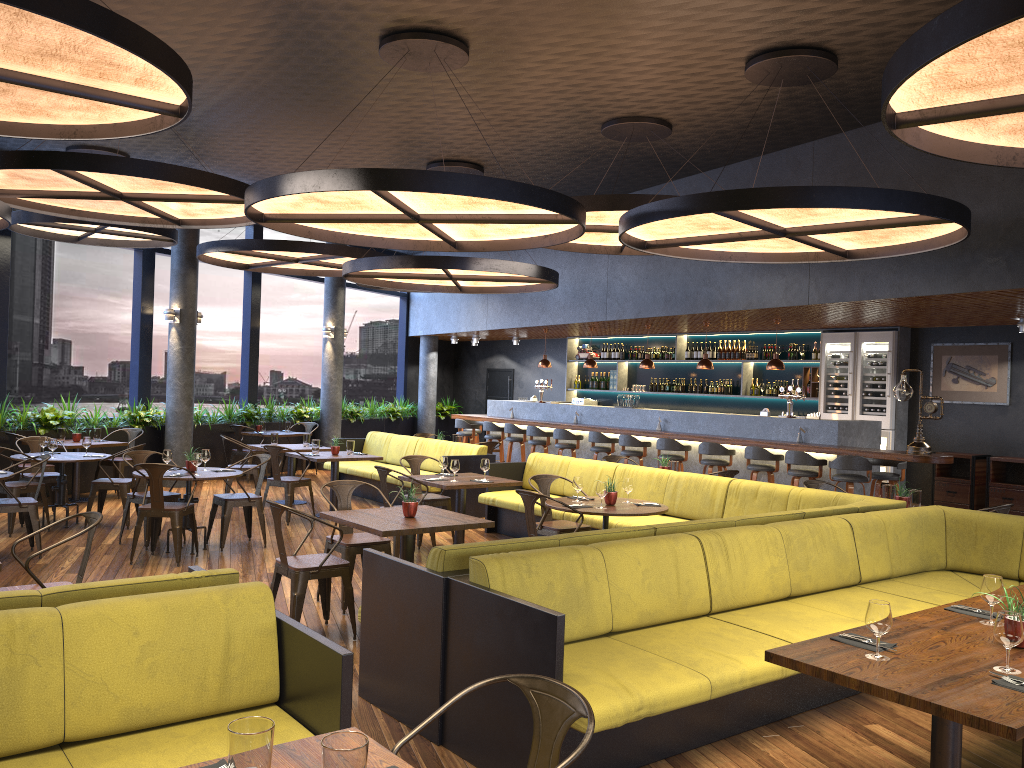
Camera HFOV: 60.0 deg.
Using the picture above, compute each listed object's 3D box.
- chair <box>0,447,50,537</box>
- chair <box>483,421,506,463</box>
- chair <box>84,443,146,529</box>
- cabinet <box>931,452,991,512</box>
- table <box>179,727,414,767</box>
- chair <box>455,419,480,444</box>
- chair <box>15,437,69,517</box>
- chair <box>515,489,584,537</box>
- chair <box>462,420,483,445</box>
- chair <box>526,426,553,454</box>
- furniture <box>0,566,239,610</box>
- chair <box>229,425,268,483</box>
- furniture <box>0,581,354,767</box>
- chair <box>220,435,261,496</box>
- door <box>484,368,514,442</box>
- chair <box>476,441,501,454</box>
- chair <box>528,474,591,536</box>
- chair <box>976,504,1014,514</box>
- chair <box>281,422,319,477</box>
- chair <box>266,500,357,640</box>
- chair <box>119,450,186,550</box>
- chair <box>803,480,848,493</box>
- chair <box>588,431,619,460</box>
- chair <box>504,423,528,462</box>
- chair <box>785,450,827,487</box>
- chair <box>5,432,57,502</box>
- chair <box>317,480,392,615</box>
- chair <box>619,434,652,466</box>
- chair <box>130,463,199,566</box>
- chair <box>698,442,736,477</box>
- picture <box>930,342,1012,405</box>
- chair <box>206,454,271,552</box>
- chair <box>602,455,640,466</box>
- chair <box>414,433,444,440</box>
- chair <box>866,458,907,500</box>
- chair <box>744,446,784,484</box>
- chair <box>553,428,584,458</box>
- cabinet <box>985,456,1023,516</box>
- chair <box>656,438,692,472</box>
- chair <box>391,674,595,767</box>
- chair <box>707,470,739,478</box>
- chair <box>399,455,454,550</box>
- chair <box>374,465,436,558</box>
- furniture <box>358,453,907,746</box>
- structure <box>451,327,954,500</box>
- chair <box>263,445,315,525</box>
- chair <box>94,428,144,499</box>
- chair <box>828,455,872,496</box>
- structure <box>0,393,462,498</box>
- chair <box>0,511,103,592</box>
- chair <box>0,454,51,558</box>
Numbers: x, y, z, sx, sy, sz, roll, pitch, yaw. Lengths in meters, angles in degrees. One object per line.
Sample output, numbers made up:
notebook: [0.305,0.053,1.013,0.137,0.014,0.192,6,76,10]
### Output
chair: [-5.170,1.085,9.213,0.504,0.917,0.541,2,0,25]
chair: [-0.288,1.182,15.614,0.483,1.048,0.438,2,0,24]
chair: [-4.360,1.112,9.810,0.541,0.917,0.504,2,0,-8]
cabinet: [5.880,1.418,11.656,0.473,1.007,0.553,2,0,-38]
table: [-0.523,1.328,1.832,0.887,0.763,0.906,2,0,-38]
chair: [-0.825,1.163,16.239,0.483,1.048,0.438,2,0,24]
chair: [-5.382,1.077,10.144,0.541,0.917,0.504,2,0,43]
chair: [0.294,1.273,6.919,0.541,0.917,0.504,2,0,-37]
chair: [-0.779,1.164,17.226,0.483,1.048,0.438,2,0,-9]
chair: [0.443,1.208,14.561,0.438,1.048,0.483,2,0,-9]
furniture: [-3.747,1.140,4.392,3.372,0.914,4.503,2,0,-38]
chair: [-4.276,1.111,14.314,0.504,0.917,0.541,2,0,27]
furniture: [-0.922,1.239,0.717,3.378,0.916,4.755,2,0,-38]
chair: [-3.596,1.136,11.745,0.541,0.917,0.504,2,0,-19]
door: [-0.286,0.676,20.100,0.137,2.056,1.012,2,0,-38]
chair: [-0.454,1.243,12.425,0.504,0.917,0.541,2,0,-37]
chair: [0.414,1.277,7.794,0.504,0.917,0.541,2,0,-37]
chair: [3.708,1.390,7.140,0.504,0.917,0.541,2,0,-37]
chair: [-3.682,1.131,15.503,0.504,0.917,0.541,2,0,18]
chair: [-1.355,1.218,5.864,0.541,0.917,0.504,2,0,-37]
chair: [-3.598,1.139,8.860,0.541,0.917,0.504,2,0,34]
chair: [2.949,1.363,8.128,0.504,0.917,0.541,2,0,-37]
chair: [1.384,1.241,13.460,0.483,1.048,0.438,2,0,24]
chair: [0.086,1.195,15.149,0.483,1.048,0.438,2,0,24]
chair: [3.489,1.315,10.635,0.438,1.048,0.483,2,0,-9]
chair: [-5.991,1.055,11.014,0.504,0.917,0.541,2,0,38]
chair: [-1.198,1.222,6.802,0.504,0.917,0.541,2,0,-37]
chair: [1.757,1.254,12.885,0.438,1.048,0.483,2,0,-9]
chair: [-3.155,1.154,8.064,0.504,0.917,0.541,2,0,2]
chair: [2.684,1.286,11.780,0.438,1.048,0.483,2,0,-23]
picture: [6.089,-0.141,11.815,0.028,0.809,1.039,2,0,-38]
chair: [-2.721,1.169,8.915,0.541,0.917,0.504,2,0,-37]
chair: [1.316,1.306,10.275,0.504,0.917,0.541,2,0,-37]
chair: [-1.224,1.216,13.426,0.504,0.917,0.541,2,0,-37]
chair: [4.423,1.347,10.564,0.483,1.048,0.438,2,0,24]
chair: [3.162,1.303,11.168,0.483,1.048,0.438,2,0,24]
chair: [0.853,1.222,13.960,0.438,1.048,0.483,2,0,-18]
cabinet: [6.304,1.433,11.105,0.473,1.007,0.553,2,0,-38]
chair: [2.237,1.271,12.327,0.483,1.048,0.438,2,0,13]
chair: [-0.088,1.264,2.258,0.541,0.917,0.504,2,0,-37]
chair: [2.074,1.332,9.288,0.504,0.917,0.541,2,0,-37]
chair: [-0.919,1.230,9.370,0.504,0.917,0.541,2,0,-37]
chair: [-1.038,1.227,8.396,0.541,0.917,0.504,2,0,-37]
furniture: [1.004,1.301,6.358,4.895,0.914,7.462,2,0,-43]
structure: [2.768,0.463,13.919,2.700,2.700,9.298,2,0,-38]
chair: [-2.664,1.169,10.496,0.504,0.917,0.541,2,0,30]
chair: [-5.389,1.075,12.203,0.504,0.917,0.541,2,0,16]
chair: [3.856,1.328,10.175,0.483,1.048,0.438,2,0,44]
structure: [-4.896,0.844,14.512,0.808,1.413,17.112,2,0,27]
chair: [-2.551,1.177,4.846,0.541,0.917,0.504,2,0,-37]
chair: [-4.518,1.108,8.071,0.541,0.917,0.504,2,0,-37]
